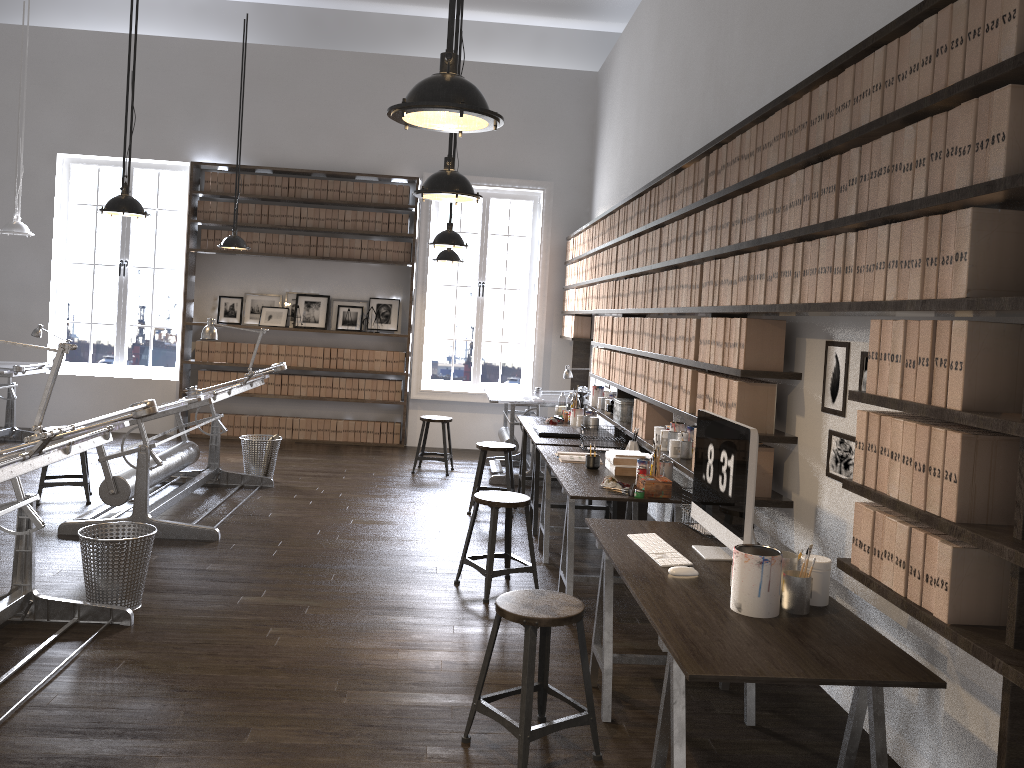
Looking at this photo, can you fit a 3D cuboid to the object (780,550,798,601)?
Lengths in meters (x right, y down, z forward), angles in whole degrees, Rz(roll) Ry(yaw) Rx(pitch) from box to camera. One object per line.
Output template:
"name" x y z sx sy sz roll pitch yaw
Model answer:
"object" 0.864 0.617 2.844 0.096 0.143 0.097 4 2 13

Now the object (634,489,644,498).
"object" 0.626 0.538 4.351 0.049 0.037 0.049 3 3 -1

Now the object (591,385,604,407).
"object" 0.732 0.103 7.594 0.107 0.176 0.107 3 2 -2

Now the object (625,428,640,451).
"object" 0.752 0.377 5.509 0.101 0.209 0.101 5 2 41

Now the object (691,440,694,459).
"object" 0.999 0.361 4.856 0.045 0.102 0.044 3 2 -13

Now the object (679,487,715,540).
"object" 0.844 0.540 3.706 0.203 0.160 0.285 3 4 -12

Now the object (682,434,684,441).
"object" 0.955 0.335 4.898 0.036 0.119 0.005 3 1 -7

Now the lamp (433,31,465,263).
"lamp" -0.552 -2.313 8.602 0.312 2.250 0.311 3 1 -24

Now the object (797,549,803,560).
"object" 0.908 0.612 2.963 0.091 0.142 0.097 2 2 -25

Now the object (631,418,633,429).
"object" 0.910 0.271 6.064 0.181 0.093 0.062 4 2 10

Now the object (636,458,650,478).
"object" 0.710 0.470 4.684 0.104 0.141 0.105 4 2 3

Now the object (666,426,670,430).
"object" 0.934 0.318 5.258 0.044 0.127 0.045 3 2 -4

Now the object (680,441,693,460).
"object" 0.950 0.361 4.826 0.063 0.094 0.063 5 2 28

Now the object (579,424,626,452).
"object" 0.602 0.365 5.871 0.284 0.160 0.204 3 3 -4

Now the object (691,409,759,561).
"object" 0.819 0.389 3.340 0.204 0.517 0.645 3 3 -4

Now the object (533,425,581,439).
"object" 0.334 0.356 6.629 0.312 0.033 0.447 3 4 -4

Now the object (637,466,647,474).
"object" 0.675 0.487 4.615 0.049 0.112 0.050 3 2 -1

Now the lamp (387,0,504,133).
"lamp" -0.110 -1.821 2.333 0.313 2.250 0.311 4 1 21

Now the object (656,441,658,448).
"object" 0.721 0.376 4.478 0.021 0.180 0.005 4 1 15

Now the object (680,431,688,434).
"object" 0.977 0.335 5.056 0.045 0.127 0.044 4 2 14

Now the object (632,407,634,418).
"object" 0.905 0.167 6.224 0.156 0.271 0.182 3 2 -20

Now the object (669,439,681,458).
"object" 0.894 0.355 4.862 0.062 0.095 0.062 5 2 28

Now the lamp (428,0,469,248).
"lamp" -0.412 -2.161 6.661 0.312 2.250 0.311 3 1 -24

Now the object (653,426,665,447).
"object" 0.872 0.315 5.253 0.062 0.119 0.062 2 3 -44

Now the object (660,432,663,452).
"object" 0.747 0.354 4.479 0.020 0.228 0.007 4 1 27

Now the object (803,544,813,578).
"object" 0.903 0.597 2.732 0.045 0.204 0.007 3 1 -23

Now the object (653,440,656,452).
"object" 0.728 0.373 4.478 0.008 0.186 0.071 4 2 38

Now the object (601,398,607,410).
"object" 0.766 0.167 7.314 0.063 0.093 0.063 3 2 -18

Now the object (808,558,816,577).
"object" 0.901 0.610 2.706 0.053 0.157 0.007 3 1 -21

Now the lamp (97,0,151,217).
"lamp" -2.398 -2.200 5.604 0.313 2.250 0.311 4 1 16

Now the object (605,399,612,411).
"object" 0.792 0.172 7.253 0.062 0.094 0.062 3 2 -18

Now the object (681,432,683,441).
"object" 0.946 0.335 4.902 0.029 0.135 0.004 3 1 -9

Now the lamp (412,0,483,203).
"lamp" -0.218 -1.943 3.883 0.313 2.250 0.311 4 1 21

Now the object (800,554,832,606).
"object" 0.962 0.624 2.812 0.094 0.144 0.094 4 2 13

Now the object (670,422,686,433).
"object" 0.971 0.308 5.197 0.094 0.161 0.095 3 2 -8

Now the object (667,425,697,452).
"object" 0.991 0.319 5.070 0.205 0.161 0.094 3 2 -3

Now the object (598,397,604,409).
"object" 0.746 0.160 7.382 0.062 0.094 0.062 3 2 -18

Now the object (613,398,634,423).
"object" 0.865 0.196 6.599 0.193 0.152 0.318 3 4 -5

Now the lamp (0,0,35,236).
"lamp" -4.605 -2.531 8.314 0.312 2.250 0.311 3 1 -24

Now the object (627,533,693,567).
"object" 0.552 0.623 3.343 0.118 0.017 0.440 3 4 -9

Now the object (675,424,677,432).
"object" 0.957 0.304 5.114 0.036 0.148 0.005 4 1 19

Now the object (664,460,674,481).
"object" 0.813 0.478 4.740 0.094 0.128 0.095 3 2 -8

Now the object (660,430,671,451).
"object" 0.886 0.326 5.109 0.062 0.119 0.062 2 2 -36

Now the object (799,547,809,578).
"object" 0.889 0.595 2.734 0.055 0.180 0.007 3 1 -22

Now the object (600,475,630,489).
"object" 0.525 0.511 4.587 0.132 0.050 0.197 1 5 -33

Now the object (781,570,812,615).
"object" 0.871 0.642 2.713 0.083 0.123 0.082 2 2 -29

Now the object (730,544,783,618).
"object" 0.743 0.601 2.692 0.145 0.196 0.144 2 3 -32

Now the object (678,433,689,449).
"object" 0.963 0.339 4.996 0.062 0.119 0.062 2 2 -36

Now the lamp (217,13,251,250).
"lamp" -2.597 -2.424 8.461 0.312 2.250 0.311 3 1 -24

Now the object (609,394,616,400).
"object" 0.857 0.152 7.403 0.094 0.128 0.095 5 3 26

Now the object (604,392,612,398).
"object" 0.812 0.132 7.496 0.070 0.130 0.070 5 2 34

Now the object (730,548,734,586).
"object" 0.759 0.608 2.864 0.095 0.144 0.094 4 2 22

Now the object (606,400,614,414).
"object" 0.796 0.181 7.034 0.091 0.108 0.171 3 3 -4

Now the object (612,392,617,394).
"object" 0.869 0.132 7.552 0.072 0.129 0.071 5 3 43

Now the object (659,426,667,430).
"object" 0.912 0.313 5.311 0.063 0.118 0.062 5 2 37

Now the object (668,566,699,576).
"object" 0.588 0.641 3.034 0.106 0.028 0.059 3 4 -7
